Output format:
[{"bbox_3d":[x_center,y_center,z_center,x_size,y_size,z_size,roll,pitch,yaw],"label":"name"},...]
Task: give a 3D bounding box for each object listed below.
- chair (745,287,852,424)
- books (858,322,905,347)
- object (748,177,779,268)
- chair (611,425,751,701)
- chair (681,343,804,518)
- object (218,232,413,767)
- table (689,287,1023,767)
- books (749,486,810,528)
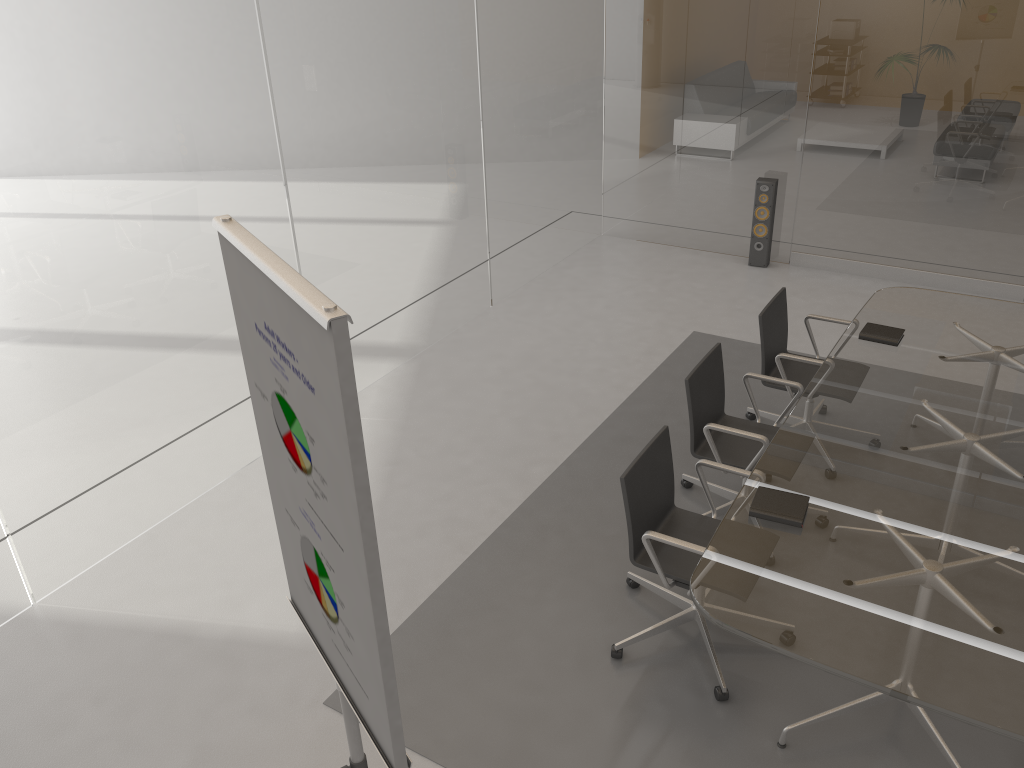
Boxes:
[{"bbox_3d":[1.623,-0.020,4.672,0.710,0.805,0.731,5,29,14],"label":"chair"},{"bbox_3d":[1.817,-0.244,4.356,0.183,0.032,0.164,16,33,30],"label":"books"},{"bbox_3d":[2.015,-1.290,7.126,0.152,0.706,0.124,12,31,24],"label":"object"},{"bbox_3d":[0.777,0.666,3.452,0.710,0.805,0.731,5,29,14],"label":"chair"},{"bbox_3d":[1.140,0.305,4.101,0.710,0.805,0.731,5,29,14],"label":"chair"},{"bbox_3d":[-0.421,0.693,2.133,0.553,2.088,0.560,6,29,16],"label":"object"},{"bbox_3d":[1.861,0.518,3.726,1.372,0.721,3.054,14,32,28],"label":"table"},{"bbox_3d":[0.950,0.436,3.150,0.183,0.032,0.164,11,31,23],"label":"books"}]
